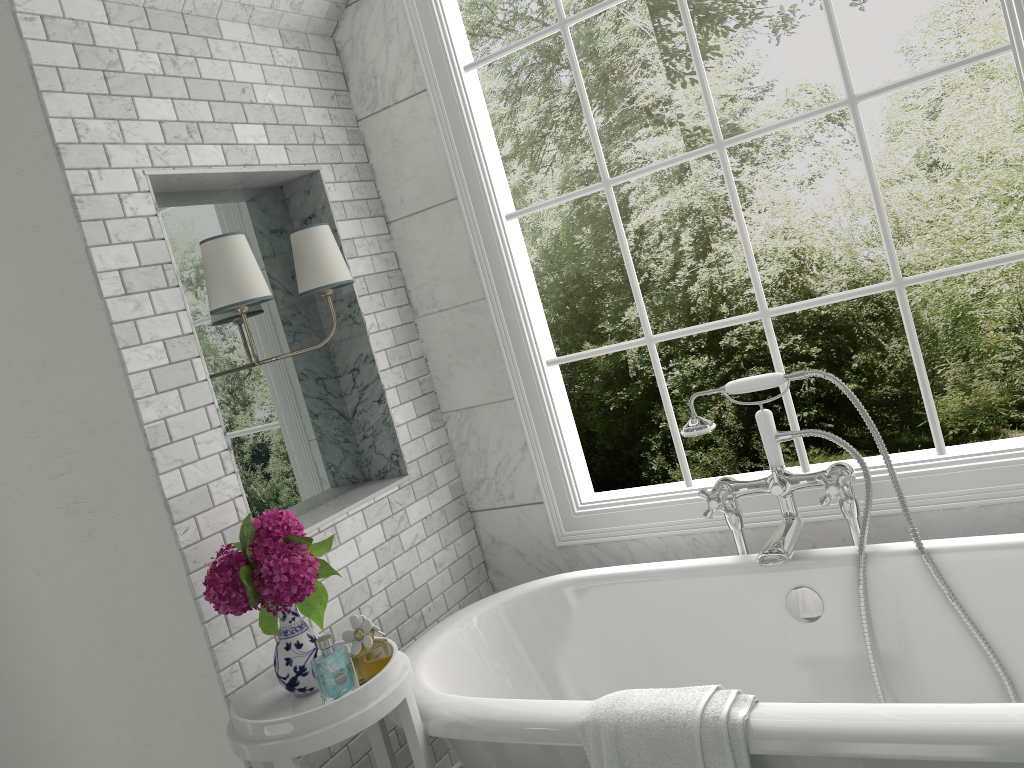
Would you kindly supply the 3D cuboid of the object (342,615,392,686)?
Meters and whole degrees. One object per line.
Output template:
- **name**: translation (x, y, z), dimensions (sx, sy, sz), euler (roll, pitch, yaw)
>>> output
- **object**: translation (-0.338, 0.628, 2.117), dimensions (0.097, 0.167, 0.084), euler (-19, 5, -37)

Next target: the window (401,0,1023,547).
- **window**: translation (0.626, -0.712, 2.648), dimensions (1.823, 2.318, 0.119), euler (-13, 4, 32)

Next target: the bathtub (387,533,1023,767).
- **bathtub**: translation (0.697, 0.926, 2.146), dimensions (2.156, 0.756, 0.948), euler (-12, 6, 32)

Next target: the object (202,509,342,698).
- **object**: translation (-0.571, 0.529, 2.185), dimensions (0.331, 0.470, 0.297), euler (-13, 5, 34)

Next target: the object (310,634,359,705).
- **object**: translation (-0.415, 0.663, 2.058), dimensions (0.086, 0.153, 0.058), euler (-19, 5, -38)

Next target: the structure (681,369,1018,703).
- **structure**: translation (0.893, 0.602, 2.387), dimensions (0.775, 1.282, 0.343), euler (-12, 5, 42)

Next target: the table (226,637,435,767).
- **table**: translation (-0.353, 1.142, 2.170), dimensions (0.450, 0.904, 0.450), euler (-16, 4, -6)

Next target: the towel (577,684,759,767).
- **towel**: translation (0.380, 0.855, 1.848), dimensions (0.373, 0.462, 0.456), euler (-13, 5, 34)

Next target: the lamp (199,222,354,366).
- **lamp**: translation (-0.746, -0.268, 2.750), dimensions (0.307, 0.382, 0.551), euler (-13, 5, 32)
